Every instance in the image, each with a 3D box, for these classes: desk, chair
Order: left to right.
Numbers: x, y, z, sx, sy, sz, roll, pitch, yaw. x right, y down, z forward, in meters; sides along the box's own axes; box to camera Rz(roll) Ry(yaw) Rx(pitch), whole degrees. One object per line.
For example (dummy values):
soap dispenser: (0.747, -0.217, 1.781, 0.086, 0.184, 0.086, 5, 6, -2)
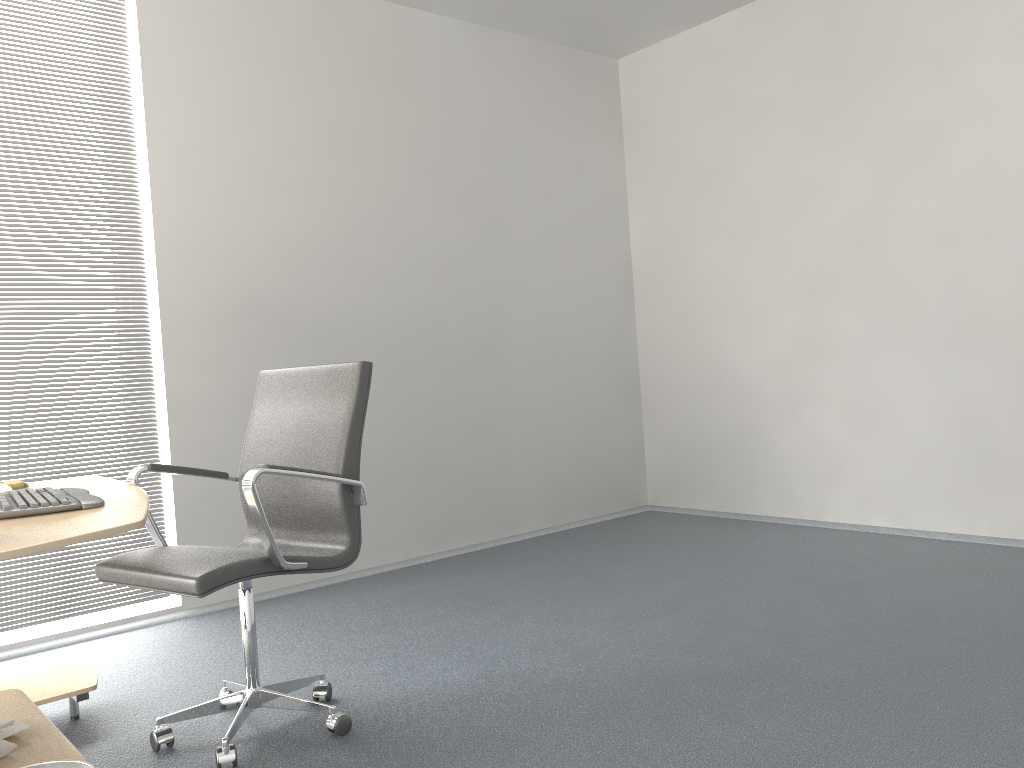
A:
desk: (-1.295, 0.264, 2.105, 0.967, 1.566, 1.469, -5, 1, -40)
chair: (-0.769, 0.479, 2.572, 0.584, 1.048, 0.652, -3, 1, 36)

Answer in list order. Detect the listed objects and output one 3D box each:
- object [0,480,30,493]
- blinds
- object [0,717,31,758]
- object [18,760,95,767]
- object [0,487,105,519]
object: (-1.518, 0.307, 2.656, 0.132, 0.026, 0.132, -5, 1, -40)
blinds: (-2.371, -0.373, 3.317, 1.950, 2.770, 0.022, -5, 1, -40)
object: (-1.178, 0.680, 1.784, 0.438, 0.162, 0.351, -3, 1, 34)
object: (-0.771, 0.840, 1.435, 0.208, 0.377, 0.208, -4, 1, 4)
object: (-1.413, 0.334, 2.070, 0.814, 0.082, 0.478, -5, 1, -32)
